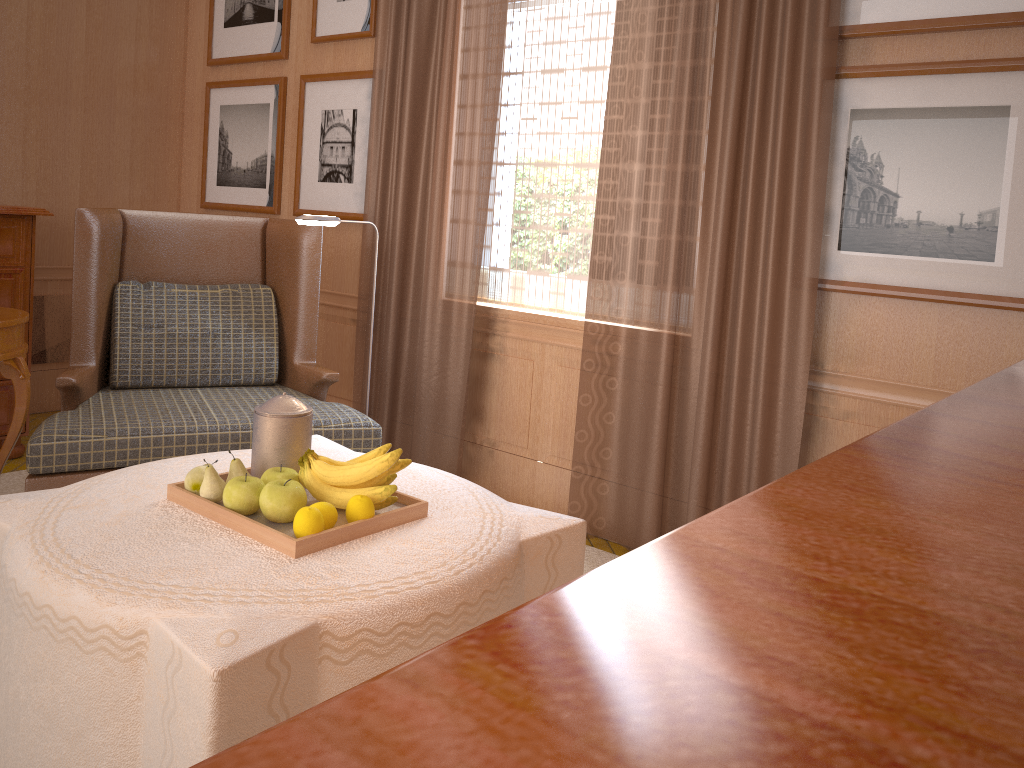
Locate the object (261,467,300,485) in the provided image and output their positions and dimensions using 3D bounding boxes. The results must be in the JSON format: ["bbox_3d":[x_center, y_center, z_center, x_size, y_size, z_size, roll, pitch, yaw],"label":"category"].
[{"bbox_3d":[-0.907,0.399,3.438,0.157,0.133,0.159,11,10,42],"label":"object"}]

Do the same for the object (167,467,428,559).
[{"bbox_3d":[-0.840,0.457,3.449,0.808,0.059,0.642,12,13,37],"label":"object"}]

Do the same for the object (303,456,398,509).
[{"bbox_3d":[-0.628,0.385,3.338,0.397,0.171,0.073,6,5,14],"label":"object"}]

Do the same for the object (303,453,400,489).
[{"bbox_3d":[-0.623,0.339,3.415,0.376,0.171,0.065,5,5,5],"label":"object"}]

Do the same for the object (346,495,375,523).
[{"bbox_3d":[-0.561,0.475,3.256,0.107,0.132,0.115,3,7,-5],"label":"object"}]

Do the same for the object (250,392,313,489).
[{"bbox_3d":[-0.948,0.227,3.628,0.234,0.389,0.237,4,6,5],"label":"object"}]

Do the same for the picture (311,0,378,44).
[{"bbox_3d":[-1.411,-3.398,7.458,0.812,0.950,0.048,9,6,38],"label":"picture"}]

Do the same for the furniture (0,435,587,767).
[{"bbox_3d":[-0.938,0.917,3.529,1.967,0.891,1.961,11,11,35],"label":"furniture"}]

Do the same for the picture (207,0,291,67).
[{"bbox_3d":[-2.487,-3.663,8.311,1.261,1.238,0.048,10,6,38],"label":"picture"}]

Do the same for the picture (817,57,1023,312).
[{"bbox_3d":[2.150,-1.068,4.653,1.261,1.238,0.048,10,6,38],"label":"picture"}]

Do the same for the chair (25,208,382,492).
[{"bbox_3d":[-1.993,-0.094,5.667,1.907,1.957,1.743,0,8,-27],"label":"chair"}]

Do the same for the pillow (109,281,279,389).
[{"bbox_3d":[-2.172,-0.340,6.048,1.072,0.701,0.545,0,8,-27],"label":"pillow"}]

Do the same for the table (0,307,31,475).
[{"bbox_3d":[-3.186,0.308,4.705,1.040,1.361,0.935,-2,9,-44],"label":"table"}]

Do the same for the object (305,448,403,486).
[{"bbox_3d":[-0.617,0.307,3.345,0.405,0.168,0.071,7,5,15],"label":"object"}]

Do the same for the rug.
[{"bbox_3d":[-2.510,1.360,3.067,6.052,0.020,7.993,12,13,37],"label":"rug"}]

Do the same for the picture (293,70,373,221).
[{"bbox_3d":[-1.506,-2.038,7.548,1.059,1.239,0.048,9,6,38],"label":"picture"}]

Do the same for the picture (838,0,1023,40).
[{"bbox_3d":[2.246,-2.457,4.561,1.261,1.238,0.048,10,6,38],"label":"picture"}]

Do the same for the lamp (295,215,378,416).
[{"bbox_3d":[-1.144,-0.085,5.792,0.564,2.010,0.635,4,4,0],"label":"lamp"}]

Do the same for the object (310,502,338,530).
[{"bbox_3d":[-0.691,0.483,3.170,0.112,0.109,0.134,10,10,41],"label":"object"}]

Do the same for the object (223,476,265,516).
[{"bbox_3d":[-1.001,0.420,3.295,0.157,0.133,0.159,11,10,42],"label":"object"}]

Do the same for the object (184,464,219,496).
[{"bbox_3d":[-1.231,0.380,3.480,0.133,0.127,0.197,-1,10,-32],"label":"object"}]

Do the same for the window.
[{"bbox_3d":[0.644,-2.118,6.379,2.454,3.351,0.848,9,6,38],"label":"window"}]

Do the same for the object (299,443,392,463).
[{"bbox_3d":[-0.676,0.315,3.523,0.375,0.158,0.105,-1,8,-28],"label":"object"}]

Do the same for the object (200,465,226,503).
[{"bbox_3d":[-1.142,0.380,3.367,0.098,0.147,0.099,2,6,-16],"label":"object"}]

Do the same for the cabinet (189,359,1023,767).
[{"bbox_3d":[1.129,1.055,0.891,1.428,1.925,2.778,9,10,38],"label":"cabinet"}]

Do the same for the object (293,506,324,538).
[{"bbox_3d":[-0.710,0.494,3.075,0.107,0.132,0.115,3,7,-5],"label":"object"}]

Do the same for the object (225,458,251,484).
[{"bbox_3d":[-1.065,0.383,3.457,0.130,0.195,0.132,2,6,-16],"label":"object"}]

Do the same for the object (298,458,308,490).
[{"bbox_3d":[-0.690,0.363,3.538,0.392,0.184,0.072,-3,8,-37],"label":"object"}]

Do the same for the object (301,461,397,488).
[{"bbox_3d":[-0.649,0.376,3.489,0.393,0.181,0.062,0,6,-23],"label":"object"}]

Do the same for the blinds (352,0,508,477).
[{"bbox_3d":[-0.648,-1.602,6.733,1.440,4.761,0.266,8,5,39],"label":"blinds"}]

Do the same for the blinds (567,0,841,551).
[{"bbox_3d":[1.166,-1.212,5.298,1.458,4.751,0.267,7,5,37],"label":"blinds"}]

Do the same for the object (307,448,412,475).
[{"bbox_3d":[-0.597,0.316,3.456,0.408,0.127,0.092,3,6,-3],"label":"object"}]

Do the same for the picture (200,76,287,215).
[{"bbox_3d":[-2.584,-2.273,8.403,1.261,1.238,0.048,10,6,38],"label":"picture"}]

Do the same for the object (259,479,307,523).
[{"bbox_3d":[-0.845,0.434,3.249,0.172,0.146,0.171,3,8,-6],"label":"object"}]

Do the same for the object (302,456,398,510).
[{"bbox_3d":[-0.629,0.388,3.396,0.385,0.198,0.062,4,4,3],"label":"object"}]

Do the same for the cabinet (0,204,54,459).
[{"bbox_3d":[-4.981,-0.355,6.159,1.428,1.925,2.778,9,10,38],"label":"cabinet"}]
